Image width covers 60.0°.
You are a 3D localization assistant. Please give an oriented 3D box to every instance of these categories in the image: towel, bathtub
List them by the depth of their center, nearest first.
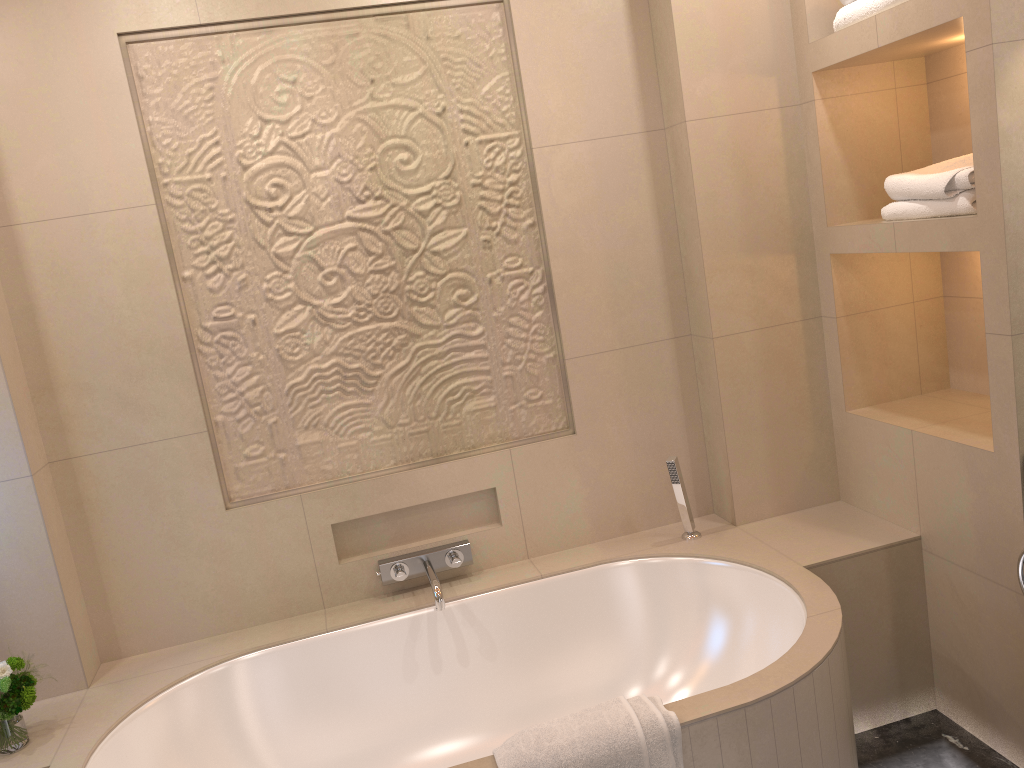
[{"bbox_3d":[0.173,0.893,1.838,0.374,0.463,0.453,-11,10,-10],"label":"towel"},{"bbox_3d":[-0.317,-0.518,2.009,3.195,0.726,0.517,-11,10,-12],"label":"towel"},{"bbox_3d":[-0.090,0.945,2.261,2.662,0.540,1.060,-11,10,-12],"label":"bathtub"}]

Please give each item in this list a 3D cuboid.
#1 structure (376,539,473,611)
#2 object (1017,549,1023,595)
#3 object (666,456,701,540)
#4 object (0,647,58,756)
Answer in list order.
[{"bbox_3d":[-0.240,0.571,2.591,0.290,0.097,0.259,-11,10,-12],"label":"structure"},{"bbox_3d":[1.219,0.434,1.968,0.074,0.226,0.203,-11,10,-12],"label":"object"},{"bbox_3d":[0.520,0.345,2.704,0.059,0.280,0.114,-3,12,33],"label":"object"},{"bbox_3d":[-1.230,0.751,2.122,0.197,0.252,0.229,-4,11,29],"label":"object"}]
